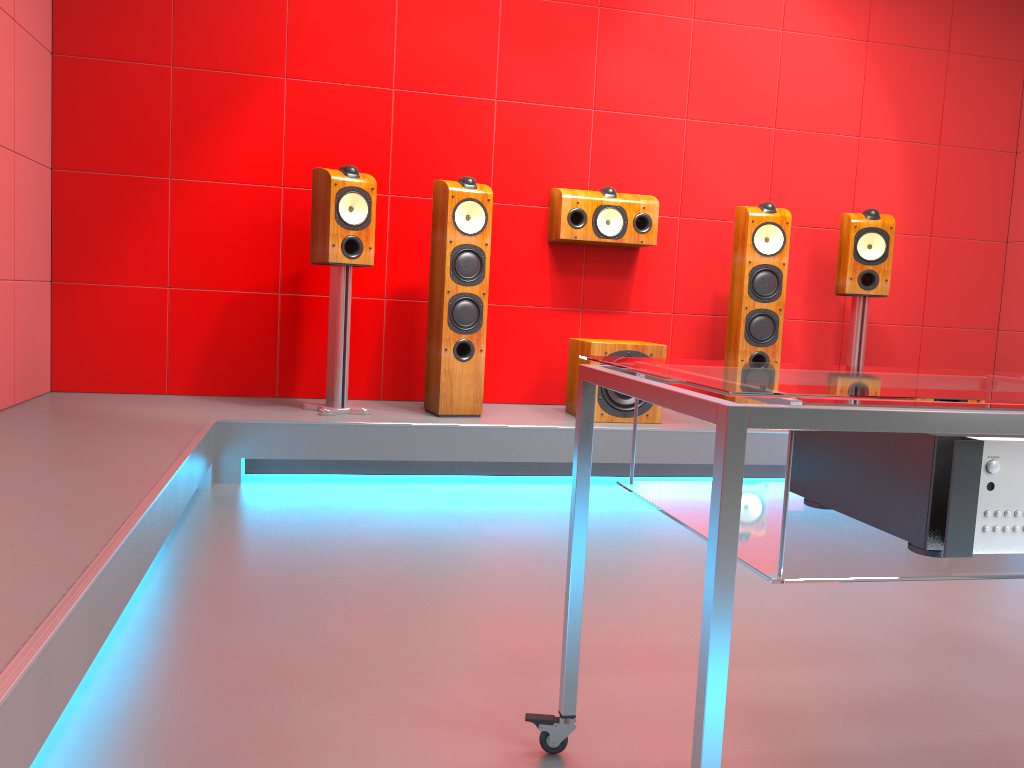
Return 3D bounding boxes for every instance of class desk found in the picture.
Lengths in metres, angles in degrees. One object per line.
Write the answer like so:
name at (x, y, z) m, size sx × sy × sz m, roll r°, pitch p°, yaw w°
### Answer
desk at (0.884, 0.346, 1.406) m, size 1.617 × 0.690 × 0.594 m, roll 2°, pitch 5°, yaw -13°

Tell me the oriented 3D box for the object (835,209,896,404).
object at (1.723, -0.328, 4.404) m, size 0.231 × 1.058 × 0.265 m, roll 4°, pitch 5°, yaw 7°

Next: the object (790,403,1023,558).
object at (0.692, 0.133, 1.274) m, size 0.431 × 0.158 × 0.371 m, roll 2°, pitch 5°, yaw -13°

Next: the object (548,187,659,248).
object at (0.454, -0.834, 4.401) m, size 0.493 × 0.271 × 0.235 m, roll 2°, pitch 5°, yaw -13°

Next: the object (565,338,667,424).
object at (0.482, -0.019, 4.159) m, size 0.360 × 0.360 × 0.360 m, roll 2°, pitch 5°, yaw -13°

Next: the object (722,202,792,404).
object at (1.183, -0.344, 4.306) m, size 0.203 × 1.052 × 0.238 m, roll 3°, pitch 5°, yaw -3°

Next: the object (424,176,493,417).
object at (-0.241, -0.387, 3.963) m, size 0.203 × 1.052 × 0.238 m, roll 1°, pitch 6°, yaw -23°

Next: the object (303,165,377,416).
object at (-0.745, -0.405, 3.849) m, size 0.231 × 1.058 × 0.265 m, roll 0°, pitch 6°, yaw -33°
